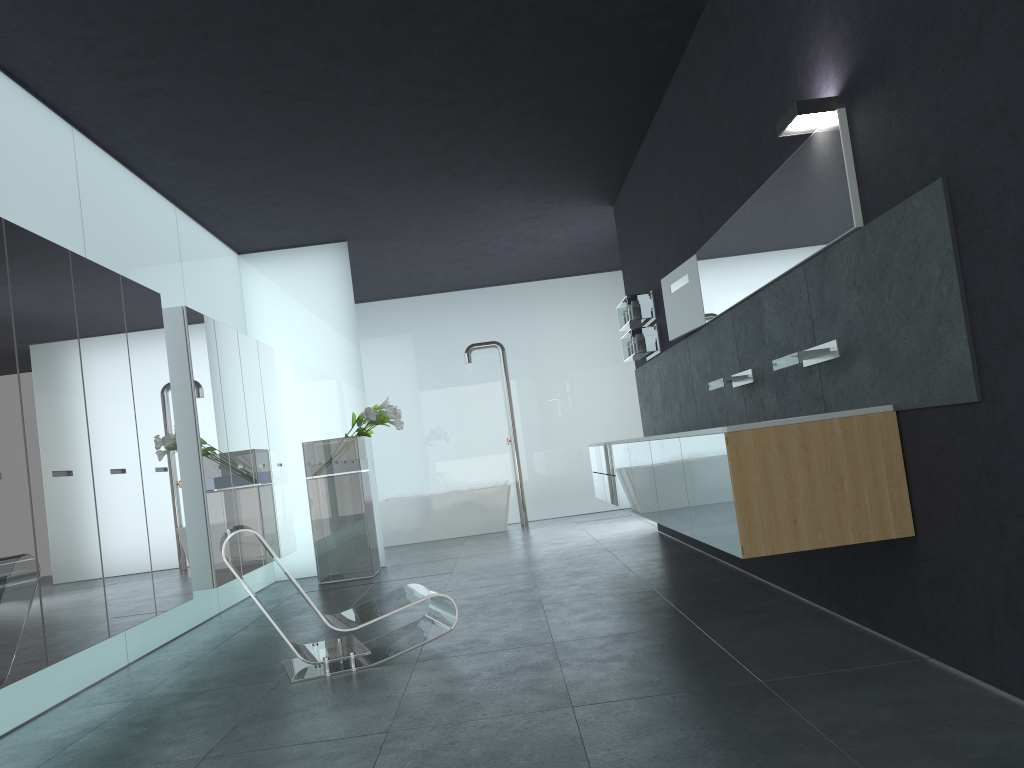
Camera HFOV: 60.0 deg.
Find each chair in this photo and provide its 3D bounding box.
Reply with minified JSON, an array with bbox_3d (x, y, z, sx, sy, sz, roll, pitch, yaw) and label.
[{"bbox_3d":[-1.036,1.207,5.267,1.260,0.870,0.630,-6,-4,-20],"label":"chair"}]

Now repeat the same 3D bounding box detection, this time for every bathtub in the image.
[{"bbox_3d":[-0.970,1.841,13.209,1.977,0.857,0.962,-7,-4,-1],"label":"bathtub"}]

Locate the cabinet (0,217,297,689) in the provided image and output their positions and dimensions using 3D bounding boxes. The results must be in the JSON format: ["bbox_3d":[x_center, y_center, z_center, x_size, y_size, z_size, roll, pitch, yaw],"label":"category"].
[{"bbox_3d":[-2.613,0.483,6.634,0.398,2.212,6.013,-7,-4,-1],"label":"cabinet"}]

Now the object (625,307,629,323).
[{"bbox_3d":[1.210,-0.691,9.064,0.096,0.184,0.068,-8,-3,8],"label":"object"}]

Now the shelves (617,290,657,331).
[{"bbox_3d":[1.257,-0.725,9.001,0.265,0.284,0.771,-7,-4,-1],"label":"shelves"}]

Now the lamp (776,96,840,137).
[{"bbox_3d":[1.351,-1.222,4.061,0.198,0.066,0.277,-7,-4,-1],"label":"lamp"}]

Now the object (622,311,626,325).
[{"bbox_3d":[1.207,-0.674,9.278,0.096,0.184,0.068,-7,-3,-10],"label":"object"}]

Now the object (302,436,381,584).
[{"bbox_3d":[-1.833,1.341,9.576,0.585,1.489,0.576,-7,-3,-1],"label":"object"}]

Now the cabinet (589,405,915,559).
[{"bbox_3d":[1.245,0.634,6.507,0.734,0.556,5.591,-7,-4,-1],"label":"cabinet"}]

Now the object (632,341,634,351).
[{"bbox_3d":[1.256,-0.382,8.858,0.096,0.184,0.068,-7,-3,-3],"label":"object"}]

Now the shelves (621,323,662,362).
[{"bbox_3d":[1.300,-0.401,8.982,0.265,0.284,0.771,-7,-4,-1],"label":"shelves"}]

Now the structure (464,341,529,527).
[{"bbox_3d":[-0.242,0.789,13.281,0.642,2.868,0.123,-7,-3,-2],"label":"structure"}]

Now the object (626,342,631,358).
[{"bbox_3d":[1.250,-0.350,9.260,0.096,0.184,0.068,-7,-3,-10],"label":"object"}]

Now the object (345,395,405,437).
[{"bbox_3d":[-1.655,0.533,9.475,1.024,0.778,0.976,-7,-4,-9],"label":"object"}]

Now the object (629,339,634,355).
[{"bbox_3d":[1.253,-0.367,9.046,0.096,0.184,0.068,-8,-3,8],"label":"object"}]

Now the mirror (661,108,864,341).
[{"bbox_3d":[1.433,-0.791,5.716,0.109,0.532,3.728,-7,-4,-3],"label":"mirror"}]

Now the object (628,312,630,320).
[{"bbox_3d":[1.213,-0.706,8.876,0.096,0.184,0.068,-7,-3,-3],"label":"object"}]

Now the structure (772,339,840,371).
[{"bbox_3d":[1.467,-0.139,4.474,0.186,0.088,0.483,-7,-4,-1],"label":"structure"}]

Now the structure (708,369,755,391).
[{"bbox_3d":[1.445,-0.024,5.890,0.186,0.088,0.483,-7,-4,-1],"label":"structure"}]
